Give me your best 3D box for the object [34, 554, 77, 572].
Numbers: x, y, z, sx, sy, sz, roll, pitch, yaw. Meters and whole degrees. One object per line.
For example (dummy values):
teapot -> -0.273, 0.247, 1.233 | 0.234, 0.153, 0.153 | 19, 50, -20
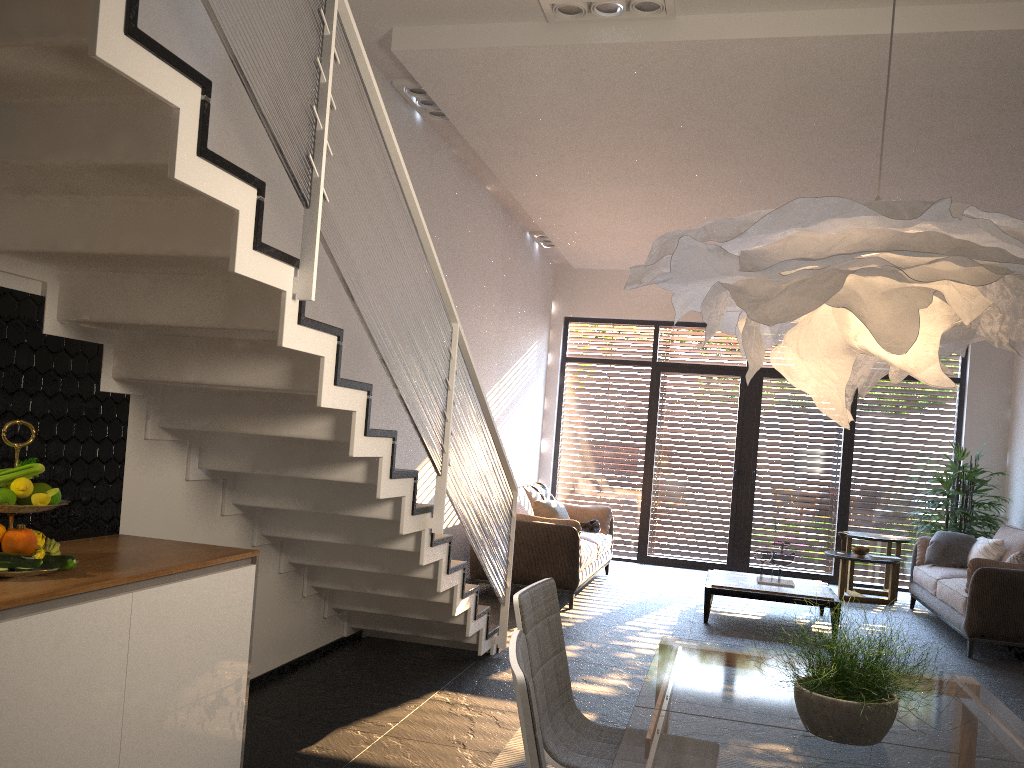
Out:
object -> -1.320, 0.488, 2.437 | 0.239, 0.048, 0.061 | 5, -2, -5

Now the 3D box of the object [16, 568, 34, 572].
object -> -1.313, 0.500, 2.386 | 0.042, 0.014, 0.044 | 3, -4, 24

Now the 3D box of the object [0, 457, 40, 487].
object -> -1.413, 0.252, 2.461 | 0.067, 0.101, 0.211 | 4, -3, 29

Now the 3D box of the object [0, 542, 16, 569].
object -> -1.380, 0.489, 2.516 | 0.229, 0.076, 0.070 | 4, -2, 5

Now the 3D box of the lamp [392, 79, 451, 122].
lamp -> -0.545, -1.870, 5.815 | 0.253, 0.066, 0.646 | 4, -4, 14

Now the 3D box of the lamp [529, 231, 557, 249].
lamp -> 0.380, -1.566, 9.550 | 0.253, 0.066, 0.646 | 4, -4, 14

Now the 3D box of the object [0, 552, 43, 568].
object -> -1.373, 0.470, 2.360 | 0.217, 0.044, 0.054 | 6, -3, -29

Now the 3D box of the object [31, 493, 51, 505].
object -> -1.290, 0.318, 2.425 | 0.048, 0.041, 0.045 | 5, -2, -25

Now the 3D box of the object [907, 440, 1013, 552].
object -> 4.596, 1.426, 9.125 | 0.980, 1.722, 0.913 | 5, -1, -21

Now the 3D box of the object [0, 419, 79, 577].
object -> -1.387, 0.311, 2.464 | 0.351, 0.425, 0.352 | 4, -2, 8

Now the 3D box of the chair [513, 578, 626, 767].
chair -> 0.300, 1.093, 2.639 | 0.601, 0.919, 0.476 | 4, -1, 17

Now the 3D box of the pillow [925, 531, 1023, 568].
pillow -> 4.041, 1.506, 7.623 | 0.618, 0.342, 1.898 | 4, -4, 14

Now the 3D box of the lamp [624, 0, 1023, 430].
lamp -> 1.048, -2.479, 2.154 | 1.116, 5.209, 1.064 | 4, -1, 25

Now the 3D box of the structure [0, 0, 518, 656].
structure -> 0.364, -2.693, 1.299 | 4.230, 8.302, 8.479 | 4, -2, 14

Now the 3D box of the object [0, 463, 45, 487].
object -> -1.373, 0.256, 2.420 | 0.056, 0.081, 0.181 | 3, -3, 43

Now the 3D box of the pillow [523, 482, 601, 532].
pillow -> 0.309, 1.371, 9.026 | 0.954, 0.707, 1.021 | 2, -3, 38

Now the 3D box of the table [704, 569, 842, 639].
table -> 2.184, 1.850, 7.559 | 1.048, 0.307, 1.118 | 4, -3, 14

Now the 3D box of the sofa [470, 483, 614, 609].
sofa -> 0.355, 1.463, 8.500 | 0.992, 0.918, 2.327 | 4, -3, 14

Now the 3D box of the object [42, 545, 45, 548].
object -> -1.388, 0.481, 2.536 | 0.085, 0.057, 0.088 | 6, -3, -35

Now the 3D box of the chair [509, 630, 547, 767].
chair -> 0.258, 1.042, 1.878 | 0.601, 0.919, 0.475 | 4, -1, 0

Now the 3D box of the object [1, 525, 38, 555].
object -> -1.344, 0.428, 2.420 | 0.087, 0.092, 0.085 | 4, -2, 19

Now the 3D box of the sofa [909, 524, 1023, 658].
sofa -> 4.141, 1.696, 7.555 | 0.992, 0.918, 2.327 | 4, -3, 14

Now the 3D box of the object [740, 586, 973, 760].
object -> 0.822, 0.677, 2.122 | 0.531, 0.367, 0.669 | 4, -3, 9

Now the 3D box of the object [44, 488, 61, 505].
object -> -1.295, 0.318, 2.481 | 0.059, 0.054, 0.060 | 6, -3, -42

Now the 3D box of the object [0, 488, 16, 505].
object -> -1.370, 0.310, 2.388 | 0.065, 0.059, 0.063 | 4, -2, 10

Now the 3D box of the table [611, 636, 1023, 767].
table -> 0.764, 1.197, 2.111 | 0.996, 0.713, 1.804 | 4, -3, 14

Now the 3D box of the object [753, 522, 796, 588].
object -> 0.577, -0.911, 3.722 | 0.365, 4.470, 8.932 | 4, -3, 26

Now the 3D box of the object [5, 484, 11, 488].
object -> -1.432, 0.299, 2.536 | 0.079, 0.069, 0.059 | 2, -3, 42

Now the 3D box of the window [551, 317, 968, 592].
window -> 2.777, 0.740, 10.485 | 4.937, 3.026, 0.460 | 4, -1, 14

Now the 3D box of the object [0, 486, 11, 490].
object -> -1.436, 0.318, 2.492 | 0.066, 0.061, 0.064 | 4, -2, 23

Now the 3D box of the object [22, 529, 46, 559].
object -> -1.326, 0.442, 2.446 | 0.079, 0.076, 0.154 | 6, -3, -41

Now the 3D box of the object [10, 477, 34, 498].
object -> -1.345, 0.285, 2.431 | 0.068, 0.058, 0.071 | 4, -2, 14

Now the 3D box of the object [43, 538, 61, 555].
object -> -1.339, 0.482, 2.558 | 0.076, 0.072, 0.151 | 6, -3, -38

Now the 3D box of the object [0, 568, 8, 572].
object -> -1.364, 0.497, 2.354 | 0.043, 0.017, 0.041 | 1, -4, 45

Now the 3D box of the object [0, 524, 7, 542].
object -> -1.412, 0.402, 2.364 | 0.059, 0.056, 0.127 | 4, -3, 15

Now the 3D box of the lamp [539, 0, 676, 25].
lamp -> 0.478, -1.881, 4.376 | 0.644, 0.066, 0.254 | 4, -3, 14

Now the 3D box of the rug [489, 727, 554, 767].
rug -> 0.746, 1.551, 2.123 | 2.368, 0.006, 3.695 | 4, -4, 14

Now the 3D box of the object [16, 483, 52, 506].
object -> -1.359, 0.319, 2.520 | 0.101, 0.078, 0.096 | 4, -2, 10
